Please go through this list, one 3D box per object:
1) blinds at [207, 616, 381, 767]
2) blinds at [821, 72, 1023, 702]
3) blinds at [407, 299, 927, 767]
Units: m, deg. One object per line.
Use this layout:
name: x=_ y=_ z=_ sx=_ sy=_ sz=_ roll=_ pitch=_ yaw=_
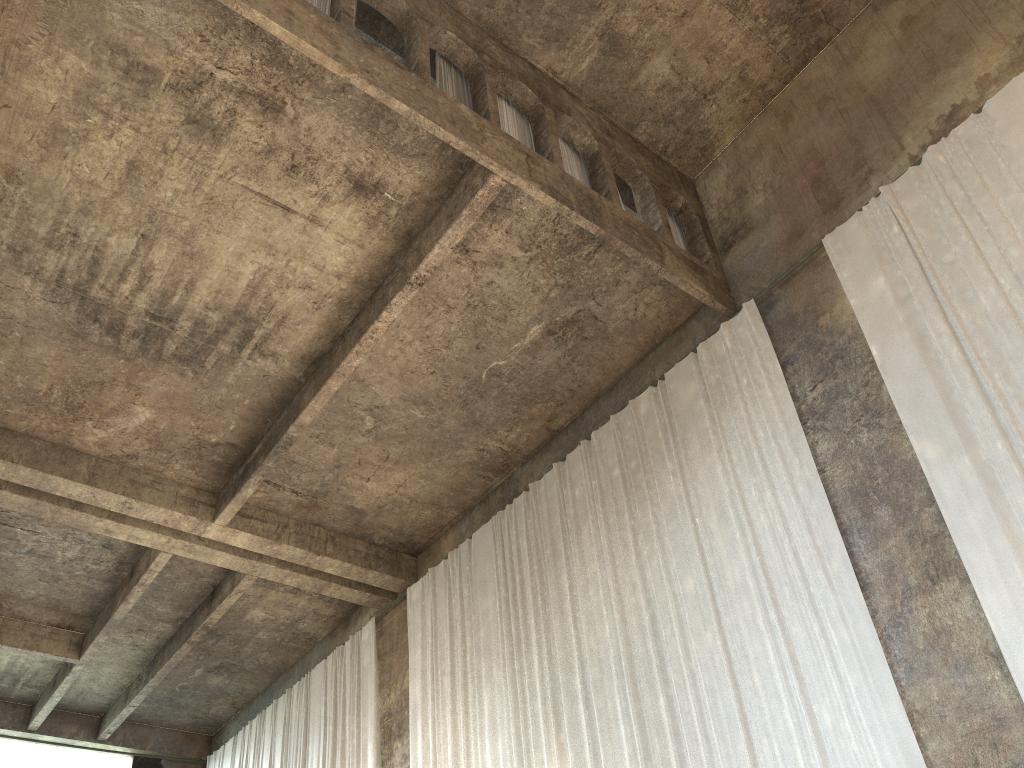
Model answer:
blinds: x=-4.379 y=9.526 z=15.546 sx=0.281 sy=8.087 sz=8.162 roll=22 pitch=-47 yaw=-31
blinds: x=6.074 y=-0.696 z=4.880 sx=0.280 sy=8.087 sz=8.179 roll=20 pitch=-46 yaw=-29
blinds: x=0.856 y=4.407 z=10.205 sx=0.280 sy=8.087 sz=8.179 roll=20 pitch=-46 yaw=-29
